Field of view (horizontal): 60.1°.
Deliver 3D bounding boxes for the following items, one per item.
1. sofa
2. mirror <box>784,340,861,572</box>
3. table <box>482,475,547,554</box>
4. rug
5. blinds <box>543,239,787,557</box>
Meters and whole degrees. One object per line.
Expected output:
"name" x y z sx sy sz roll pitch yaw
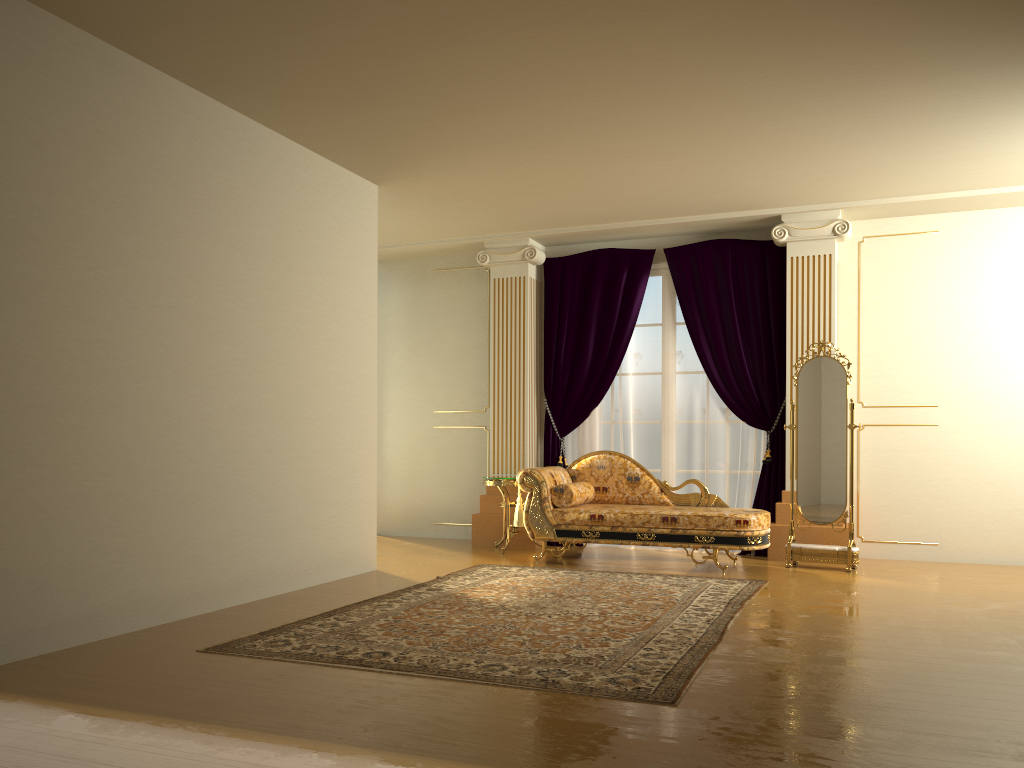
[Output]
"sofa" 0.998 0.947 6.776 1.893 0.870 0.694 -1 -2 22
"mirror" 2.301 0.524 6.574 0.541 1.699 0.243 0 0 32
"table" 0.026 1.117 7.599 0.571 0.642 0.572 1 -2 -23
"rug" 0.169 1.241 4.911 2.117 0.017 3.084 -1 -4 22
"blinds" 1.298 0.125 7.694 2.235 2.651 0.339 0 0 23
